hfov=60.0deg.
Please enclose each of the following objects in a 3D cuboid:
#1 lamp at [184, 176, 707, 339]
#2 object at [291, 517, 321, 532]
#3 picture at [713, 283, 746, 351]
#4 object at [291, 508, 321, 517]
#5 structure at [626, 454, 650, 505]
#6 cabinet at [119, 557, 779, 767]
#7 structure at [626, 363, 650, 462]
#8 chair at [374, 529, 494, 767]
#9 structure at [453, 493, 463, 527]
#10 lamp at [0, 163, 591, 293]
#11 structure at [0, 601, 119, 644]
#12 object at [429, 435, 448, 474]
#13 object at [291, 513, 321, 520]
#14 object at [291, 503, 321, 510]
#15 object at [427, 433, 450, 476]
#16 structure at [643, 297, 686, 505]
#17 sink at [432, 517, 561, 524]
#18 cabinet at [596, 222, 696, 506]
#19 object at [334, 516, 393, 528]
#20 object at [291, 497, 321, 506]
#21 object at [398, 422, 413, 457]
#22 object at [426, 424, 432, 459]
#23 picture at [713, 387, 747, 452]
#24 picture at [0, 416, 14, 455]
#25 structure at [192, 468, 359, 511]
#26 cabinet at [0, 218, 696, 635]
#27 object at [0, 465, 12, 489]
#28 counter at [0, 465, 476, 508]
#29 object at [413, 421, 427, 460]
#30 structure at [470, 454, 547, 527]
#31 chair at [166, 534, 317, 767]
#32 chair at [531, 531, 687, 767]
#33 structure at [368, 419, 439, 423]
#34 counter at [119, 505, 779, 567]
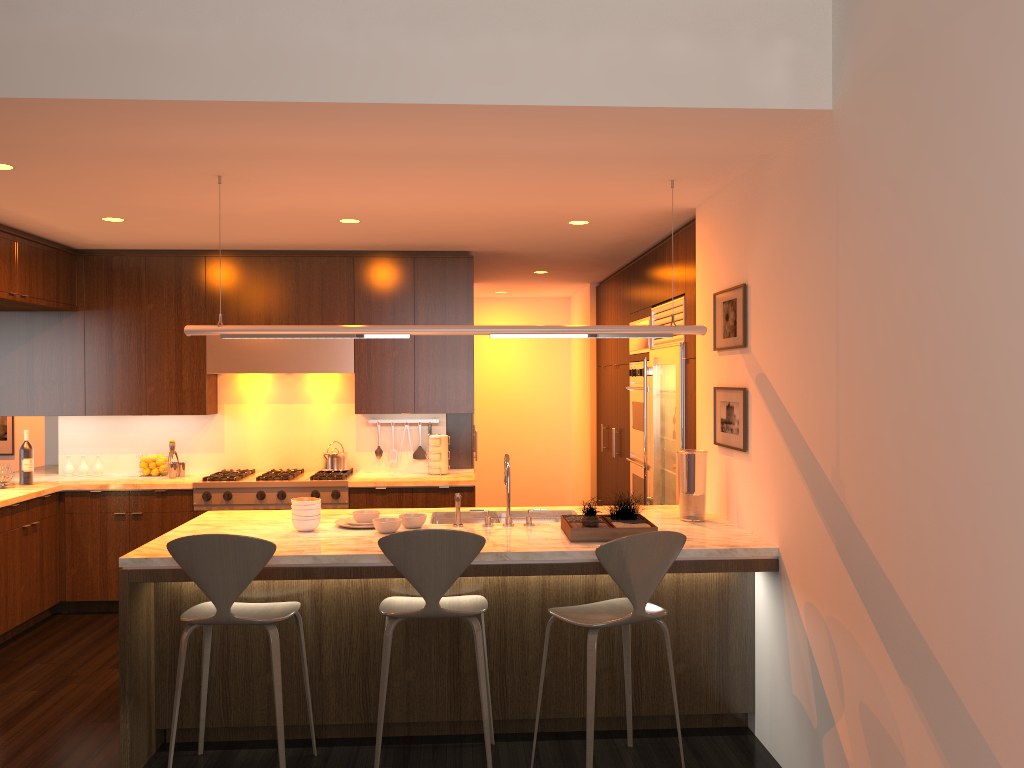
[{"bbox_3d":[-0.297,-0.603,4.247,2.465,0.765,0.120,0,0,-3],"label":"lamp"},{"bbox_3d":[-0.974,0.665,4.198,0.140,0.059,0.139,0,0,-12],"label":"object"},{"bbox_3d":[1.067,-0.320,4.367,0.012,0.298,0.493,0,0,-3],"label":"picture"},{"bbox_3d":[-0.973,0.619,4.198,0.140,0.062,0.139,0,0,-3],"label":"object"},{"bbox_3d":[0.964,0.839,6.751,0.064,0.544,0.710,0,0,-3],"label":"structure"},{"bbox_3d":[-0.267,1.167,4.293,2.713,0.876,1.281,0,0,-3],"label":"cabinet"},{"bbox_3d":[1.274,0.482,6.768,0.687,1.294,0.743,0,0,-3],"label":"structure"},{"bbox_3d":[-0.326,1.086,3.698,0.520,1.047,0.506,0,0,-3],"label":"chair"},{"bbox_3d":[-0.262,0.610,4.297,0.050,0.161,0.067,0,0,-3],"label":"structure"},{"bbox_3d":[-7.802,-1.052,6.494,16.431,0.171,5.868,0,0,-4],"label":"lamp"},{"bbox_3d":[-2.053,1.171,6.145,3.400,0.862,3.060,0,0,-3],"label":"structure"},{"bbox_3d":[-0.551,0.530,6.663,0.144,0.286,0.149,0,0,-22],"label":"object"},{"bbox_3d":[-0.974,0.640,4.198,0.140,0.068,0.139,0,0,-21],"label":"object"},{"bbox_3d":[-0.974,0.597,4.198,0.140,0.064,0.139,0,0,-29],"label":"object"},{"bbox_3d":[-0.558,0.527,6.669,0.160,0.304,0.168,0,0,41],"label":"object"},{"bbox_3d":[1.301,0.526,5.907,0.687,2.129,0.915,0,0,-3],"label":"structure"},{"bbox_3d":[-0.033,0.814,4.603,0.813,0.176,0.457,0,0,-3],"label":"sink"},{"bbox_3d":[1.272,0.314,7.002,0.690,2.540,3.924,0,0,-3],"label":"cabinet"},{"bbox_3d":[-0.714,0.682,4.355,0.310,0.021,0.309,0,0,-3],"label":"object"},{"bbox_3d":[-0.975,0.575,4.198,0.140,0.062,0.139,0,0,5],"label":"object"},{"bbox_3d":[-0.823,0.431,6.865,0.114,0.271,0.008,0,0,-3],"label":"object"},{"bbox_3d":[-0.636,0.452,6.876,0.063,0.281,0.063,0,0,-26],"label":"object"},{"bbox_3d":[1.069,0.166,4.368,0.012,0.300,0.496,0,0,-3],"label":"picture"},{"bbox_3d":[-5.898,0.216,10.126,0.398,1.200,0.012,0,0,-3],"label":"picture"},{"bbox_3d":[-1.706,0.671,6.567,1.067,0.422,0.824,0,0,-3],"label":"structure"},{"bbox_3d":[-1.026,0.106,4.958,5.521,2.997,7.728,0,0,-3],"label":"cabinet"},{"bbox_3d":[-3.387,0.619,5.899,0.112,0.151,0.112,0,0,15],"label":"object"},{"bbox_3d":[-2.058,0.708,6.079,3.616,0.038,3.187,0,0,-3],"label":"counter"},{"bbox_3d":[-0.714,0.438,6.888,0.112,0.303,0.036,0,0,-3],"label":"object"},{"bbox_3d":[0.004,0.519,4.346,0.310,0.341,0.321,0,0,34],"label":"structure"},{"bbox_3d":[-1.114,1.090,3.610,0.520,1.047,0.506,0,0,2],"label":"chair"},{"bbox_3d":[0.416,1.084,3.588,0.520,1.047,0.506,0,0,-28],"label":"chair"},{"bbox_3d":[-0.839,0.289,6.870,0.541,0.031,0.048,0,0,0],"label":"structure"},{"bbox_3d":[-0.269,0.710,4.291,2.711,0.038,1.280,0,0,-3],"label":"counter"}]
